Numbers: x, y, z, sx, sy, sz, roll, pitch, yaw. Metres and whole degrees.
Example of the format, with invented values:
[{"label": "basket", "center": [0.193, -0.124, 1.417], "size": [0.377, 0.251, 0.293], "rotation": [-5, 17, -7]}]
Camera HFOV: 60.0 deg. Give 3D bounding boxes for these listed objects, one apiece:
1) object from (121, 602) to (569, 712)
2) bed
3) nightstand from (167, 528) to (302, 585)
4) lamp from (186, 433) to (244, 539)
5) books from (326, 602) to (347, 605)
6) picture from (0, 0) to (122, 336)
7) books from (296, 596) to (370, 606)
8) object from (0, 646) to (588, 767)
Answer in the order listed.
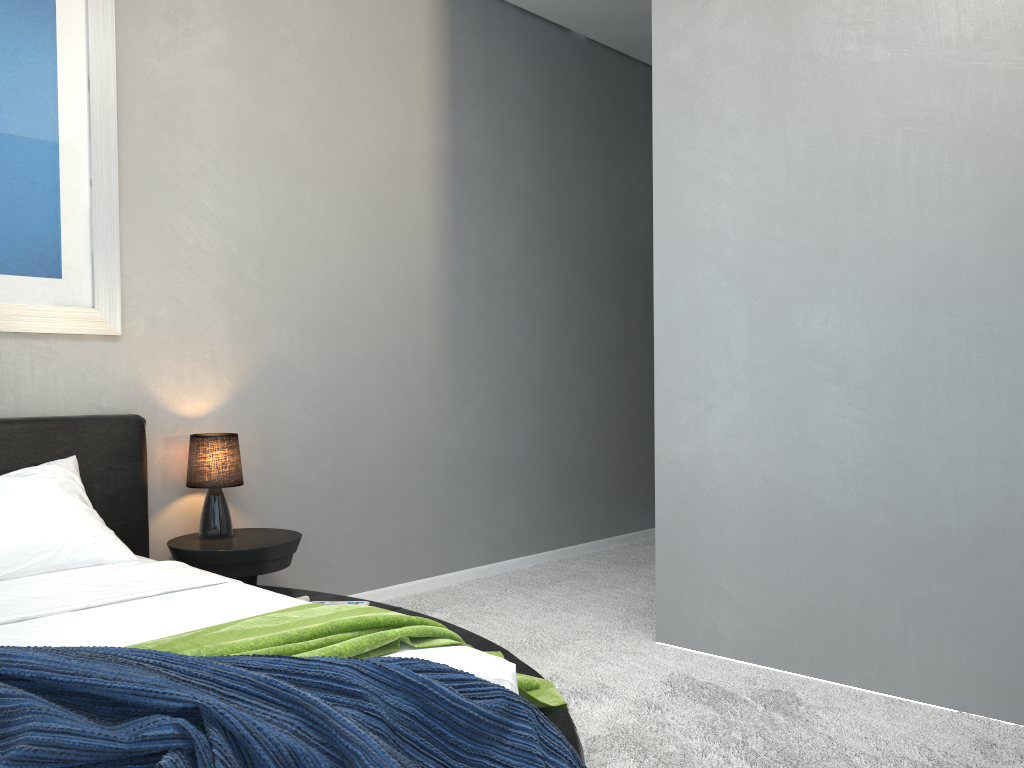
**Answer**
[{"label": "object", "center": [-0.809, 0.645, 1.492], "size": [0.646, 0.342, 2.301], "rotation": [0, 0, 43]}, {"label": "bed", "center": [-1.152, 0.574, 1.819], "size": [2.617, 0.934, 2.754], "rotation": [0, 0, 43]}, {"label": "nightstand", "center": [-1.061, 0.815, 3.421], "size": [0.496, 0.440, 0.496], "rotation": [-1, 1, -18]}, {"label": "lamp", "center": [-1.157, 0.395, 3.455], "size": [0.219, 0.400, 0.208], "rotation": [0, 1, 24]}, {"label": "books", "center": [-0.581, 0.736, 2.863], "size": [0.133, 0.012, 0.189], "rotation": [-1, 0, -25]}, {"label": "picture", "center": [-2.093, -0.875, 2.653], "size": [0.025, 1.401, 1.799], "rotation": [1, 1, 43]}, {"label": "books", "center": [-0.681, 0.731, 2.878], "size": [0.395, 0.039, 0.301], "rotation": [-1, 0, -1]}, {"label": "object", "center": [-0.847, 0.704, 1.310], "size": [2.154, 0.568, 0.685], "rotation": [-1, 1, -5]}]
